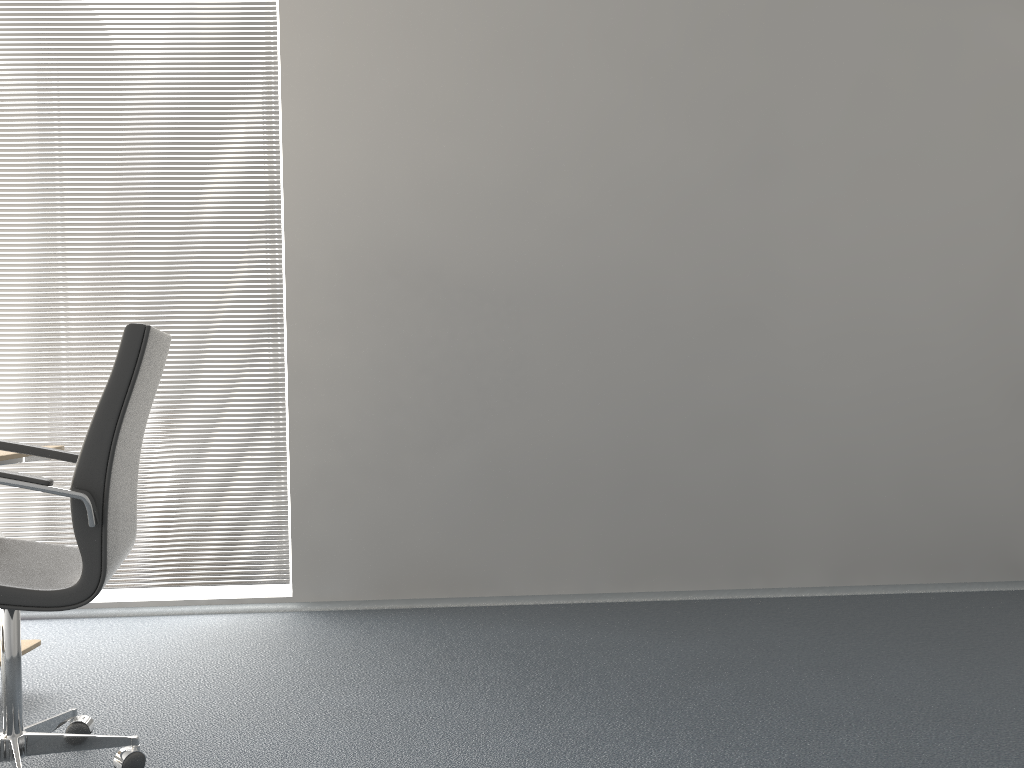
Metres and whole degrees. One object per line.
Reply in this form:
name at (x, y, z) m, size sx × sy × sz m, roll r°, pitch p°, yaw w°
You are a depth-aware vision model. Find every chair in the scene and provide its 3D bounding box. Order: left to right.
chair at (-1.135, 0.399, 2.028) m, size 0.652 × 1.048 × 0.584 m, roll -1°, pitch 1°, yaw -16°

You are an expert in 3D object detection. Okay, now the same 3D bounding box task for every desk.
desk at (-1.827, 0.155, 1.971) m, size 0.967 × 1.566 × 1.469 m, roll -1°, pitch 1°, yaw -2°

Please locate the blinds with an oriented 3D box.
blinds at (-1.905, -0.553, 3.560) m, size 1.950 × 2.770 × 0.022 m, roll -1°, pitch 1°, yaw -2°
